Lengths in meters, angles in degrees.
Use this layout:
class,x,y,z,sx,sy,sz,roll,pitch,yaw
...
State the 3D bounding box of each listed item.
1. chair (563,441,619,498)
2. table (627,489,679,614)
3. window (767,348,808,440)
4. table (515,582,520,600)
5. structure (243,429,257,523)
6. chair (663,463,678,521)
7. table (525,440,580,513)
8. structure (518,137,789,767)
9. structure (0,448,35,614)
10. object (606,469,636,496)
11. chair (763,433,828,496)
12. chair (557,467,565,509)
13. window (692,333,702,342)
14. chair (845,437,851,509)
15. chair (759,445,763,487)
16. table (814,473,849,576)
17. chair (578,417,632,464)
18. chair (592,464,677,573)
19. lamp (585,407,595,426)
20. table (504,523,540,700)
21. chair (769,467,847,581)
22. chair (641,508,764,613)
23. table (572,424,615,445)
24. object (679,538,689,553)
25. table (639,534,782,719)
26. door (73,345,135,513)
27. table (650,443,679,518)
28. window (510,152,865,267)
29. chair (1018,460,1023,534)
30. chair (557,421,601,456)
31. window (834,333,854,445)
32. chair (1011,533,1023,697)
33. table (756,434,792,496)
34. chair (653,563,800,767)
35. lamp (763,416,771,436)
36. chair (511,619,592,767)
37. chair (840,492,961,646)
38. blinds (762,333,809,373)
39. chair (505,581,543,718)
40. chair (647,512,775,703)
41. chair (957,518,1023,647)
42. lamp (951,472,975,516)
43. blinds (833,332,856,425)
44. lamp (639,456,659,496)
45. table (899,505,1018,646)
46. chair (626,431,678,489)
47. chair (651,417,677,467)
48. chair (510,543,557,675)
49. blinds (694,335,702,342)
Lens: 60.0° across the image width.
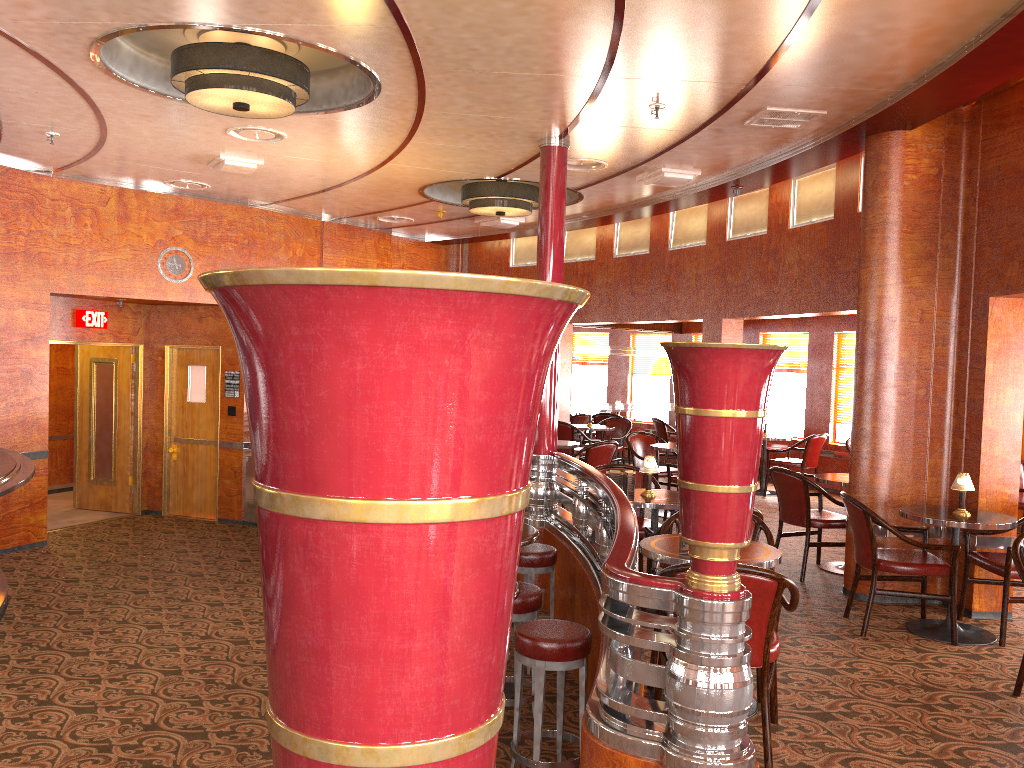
class,x,y,z,sx,sy,sz,roll,pitch,yaw
chair,0.706,0.935,8.690,0.588,0.817,0.615,0,3,-44
table,0.903,1.072,5.660,0.640,0.720,0.639,2,2,-8
window,3.745,0.019,12.118,0.040,1.421,0.819,0,3,-33
table,-0.405,1.355,3.963,0.849,0.961,0.849,3,2,24
structure,-2.013,0.637,8.779,0.624,2.025,3.167,1,2,-28
chair,1.906,0.975,8.729,0.588,0.817,0.615,1,2,-29
table,0.369,0.960,9.156,0.640,0.720,0.639,0,3,-39
structure,0.424,0.037,4.728,0.549,3.607,4.351,2,2,-4
structure,-4.928,1.159,3.949,3.206,1.048,7.808,3,2,21
object,0.706,0.629,5.594,0.195,0.157,0.169,2,2,-9
chair,3.476,0.973,10.748,0.588,0.817,0.615,0,3,-44
chair,0.192,0.896,9.498,0.588,0.817,0.615,1,2,-29
window,3.007,-0.033,13.135,0.151,1.437,0.838,0,3,-38
chair,4.050,1.016,9.901,0.588,0.817,0.615,1,2,-19
chair,2.816,0.934,11.360,0.588,0.817,0.615,0,3,-44
table,2.682,1.098,6.932,0.639,0.720,0.639,3,2,33
chair,1.289,0.865,12.026,0.587,0.817,0.615,4,3,41
chair,0.796,1.004,6.252,0.588,0.817,0.615,2,2,-9
lamp,1.029,0.428,11.674,0.130,0.250,0.130,1,2,-21
table,-0.278,1.325,5.219,0.849,0.961,0.849,2,2,1
chair,2.279,1.040,6.767,0.615,0.817,0.587,1,2,-19
chair,1.101,1.046,5.095,0.588,0.817,0.615,2,2,-9
table,1.025,0.914,11.673,0.640,0.720,0.639,0,3,-39
object,0.825,0.677,3.967,0.169,0.157,0.195,1,2,-19
table,0.900,1.114,4.107,0.640,0.720,0.639,1,2,-26
door,-4.816,0.508,10.472,0.808,1.984,0.063,3,2,16
table,1.739,1.005,9.203,0.640,0.720,0.639,0,3,-39
window,2.064,-1.641,6.738,1.956,0.480,11.941,2,2,-11
chair,4.652,1.087,8.027,0.588,0.817,0.615,1,2,-19
chair,0.736,0.865,11.316,0.587,0.817,0.615,4,3,41
window,4.370,0.070,11.028,0.040,1.421,0.819,1,2,-27
chair,2.665,1.125,4.109,0.588,0.817,0.615,2,2,1
table,3.140,1.002,11.046,0.639,0.720,0.639,3,2,33
chair,0.857,1.077,3.647,0.588,0.817,0.615,2,2,11
lamp,3.151,0.517,11.025,0.130,0.250,0.130,1,2,-21
chair,0.171,1.476,3.991,0.350,0.756,0.349,1,2,-27
chair,2.301,1.079,5.375,0.615,0.817,0.587,2,2,6
blinds,3.722,-0.422,12.076,0.057,0.539,0.803,0,2,-33
chair,-0.025,1.450,4.684,0.350,0.756,0.349,1,2,-27
chair,1.010,1.060,4.466,0.587,0.817,0.615,3,2,16
chair,3.138,1.108,5.348,0.615,0.817,0.587,2,2,1
lamp,2.702,0.657,5.317,0.130,0.250,0.130,1,2,-21
blinds,4.334,-0.054,11.002,0.050,1.174,0.803,1,2,-27
lamp,0.874,0.586,5.658,0.130,0.250,0.130,1,2,-21
table,2.659,1.140,5.338,0.639,0.720,0.639,4,3,42
chair,1.537,0.941,9.511,0.588,0.817,0.615,1,2,-34
chair,2.277,0.883,12.577,0.615,0.817,0.587,2,2,-11
chair,0.104,1.427,5.709,0.350,0.756,0.350,4,3,38
blinds,2.997,-0.413,13.101,0.050,0.662,0.803,0,3,-38
